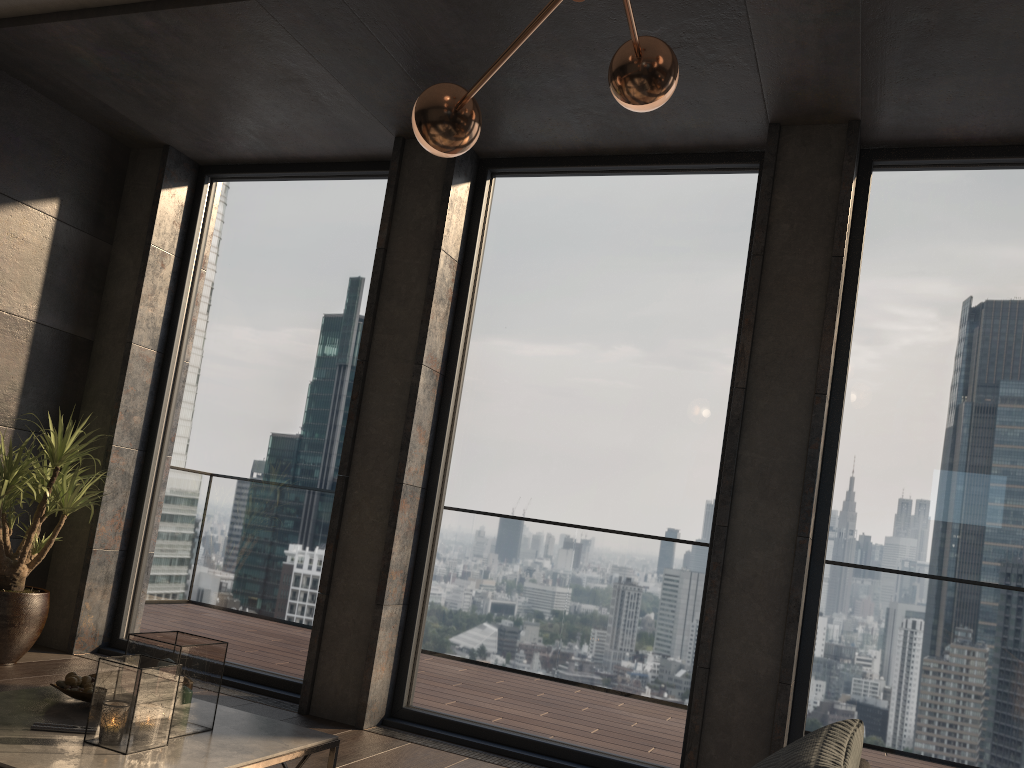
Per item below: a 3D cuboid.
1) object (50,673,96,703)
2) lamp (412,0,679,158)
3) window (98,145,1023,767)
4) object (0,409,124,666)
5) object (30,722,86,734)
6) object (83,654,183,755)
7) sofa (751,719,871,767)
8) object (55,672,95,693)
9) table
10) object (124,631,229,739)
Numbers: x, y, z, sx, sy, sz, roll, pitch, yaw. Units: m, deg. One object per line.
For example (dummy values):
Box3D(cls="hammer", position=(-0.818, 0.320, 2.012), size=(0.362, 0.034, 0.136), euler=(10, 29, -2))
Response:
Box3D(cls="object", position=(-1.242, 0.954, 2.740), size=(0.347, 0.083, 0.351), euler=(9, -10, 0))
Box3D(cls="lamp", position=(0.280, -1.183, 1.826), size=(1.015, 1.029, 1.479), euler=(9, -8, -1))
Box3D(cls="window", position=(1.192, 0.388, 3.983), size=(7.240, 2.976, 0.201), euler=(5, -6, 22))
Box3D(cls="object", position=(-2.605, 0.739, 4.540), size=(0.961, 1.349, 1.024), euler=(13, -8, -36))
Box3D(cls="object", position=(-1.202, 0.935, 2.395), size=(0.182, 0.012, 0.046), euler=(12, -10, -16))
Box3D(cls="object", position=(-1.013, 0.853, 2.366), size=(0.149, 0.219, 0.150), euler=(6, -7, 22))
Box3D(cls="sofa", position=(-0.733, 0.734, 1.234), size=(2.901, 0.777, 2.053), euler=(5, -10, 22))
Box3D(cls="object", position=(-1.251, 0.955, 2.741), size=(0.323, 0.071, 0.281), euler=(7, -10, 12))
Box3D(cls="table", position=(-1.159, 1.126, 2.517), size=(0.927, 0.306, 0.944), euler=(5, -10, 22))
Box3D(cls="object", position=(-0.996, 0.874, 2.585), size=(0.196, 0.259, 0.202), euler=(6, -7, 22))
